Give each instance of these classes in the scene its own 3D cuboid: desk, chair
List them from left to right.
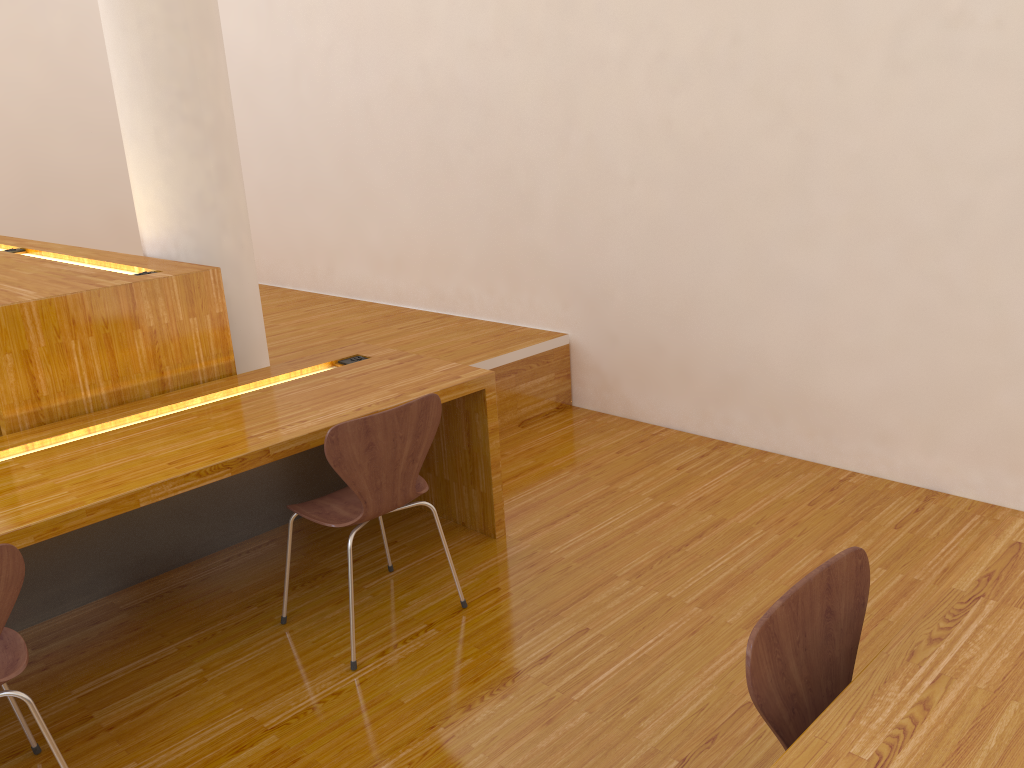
[{"bbox_3d":[-1.193,0.647,1.806,0.381,0.693,0.428,13,23,43],"label":"chair"},{"bbox_3d":[-1.425,0.576,2.261,0.760,0.606,3.185,13,23,43],"label":"desk"},{"bbox_3d":[-2.382,-0.275,3.977,3.185,0.606,0.760,13,23,43],"label":"desk"},{"bbox_3d":[-0.436,0.367,2.581,0.381,0.693,0.428,13,23,43],"label":"chair"},{"bbox_3d":[0.603,0.669,1.357,0.381,0.693,0.428,13,23,43],"label":"chair"},{"bbox_3d":[0.333,1.198,0.364,1.285,0.918,3.236,13,23,43],"label":"desk"}]
